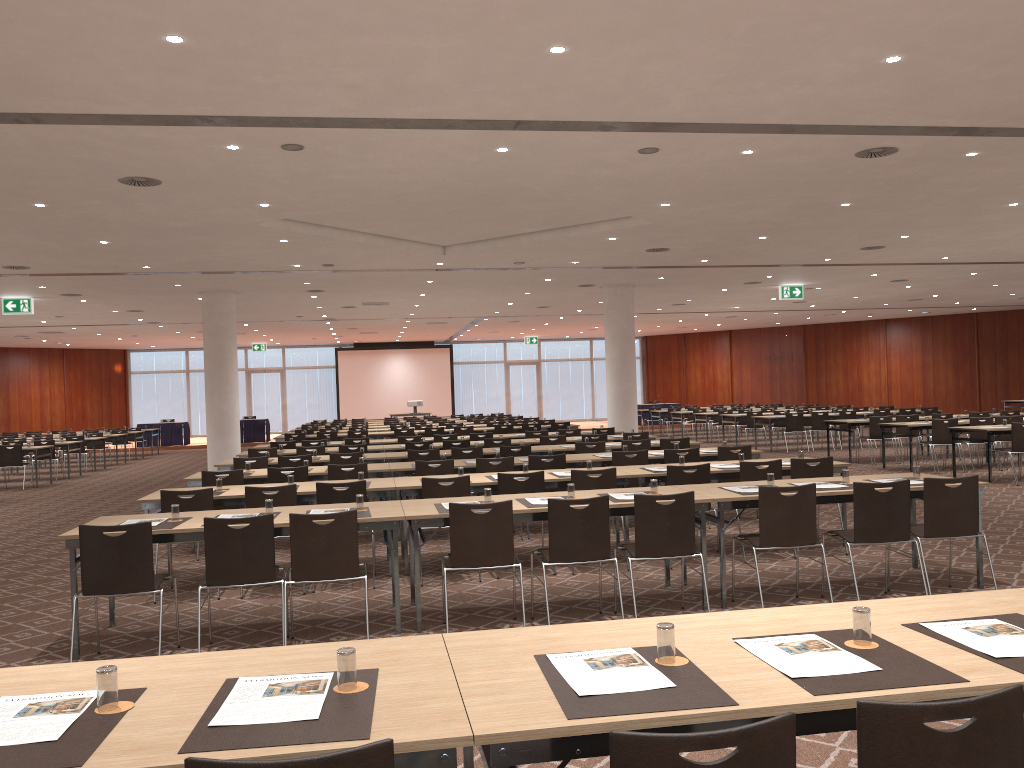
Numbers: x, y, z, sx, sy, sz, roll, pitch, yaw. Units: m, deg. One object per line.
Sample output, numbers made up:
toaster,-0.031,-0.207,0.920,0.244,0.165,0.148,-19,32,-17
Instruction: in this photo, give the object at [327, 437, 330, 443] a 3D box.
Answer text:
object,-3.382,1.027,16.330,0.054,0.114,0.054,-2,0,2

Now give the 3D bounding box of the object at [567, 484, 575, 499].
object,0.455,0.825,6.819,0.054,0.114,0.054,-2,0,-43

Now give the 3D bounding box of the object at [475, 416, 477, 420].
object,-1.070,1.018,26.333,0.054,0.114,0.054,-2,0,24

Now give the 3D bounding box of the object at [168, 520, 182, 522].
object,-2.411,0.979,6.347,0.102,0.001,0.102,-2,-1,-43

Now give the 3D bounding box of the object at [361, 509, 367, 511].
object,-1.117,0.935,6.562,0.102,0.001,0.102,-2,-1,-43

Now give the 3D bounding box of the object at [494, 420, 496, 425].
object,-0.433,0.967,22.376,0.054,0.114,0.054,-2,0,24

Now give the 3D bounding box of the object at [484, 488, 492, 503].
object,-0.183,0.846,6.712,0.054,0.114,0.054,-2,0,-43

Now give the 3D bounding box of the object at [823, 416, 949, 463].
object,7.685,1.132,18.180,2.267,0.833,0.953,-2,0,-9

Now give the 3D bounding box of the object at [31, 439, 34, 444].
object,-11.169,1.329,20.641,0.054,0.114,0.054,-2,0,-43

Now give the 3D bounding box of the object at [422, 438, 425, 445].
object,-1.461,0.947,14.624,0.054,0.114,0.054,-2,0,24

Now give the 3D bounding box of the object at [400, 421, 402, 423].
object,-2.994,1.068,23.988,0.054,0.114,0.054,-2,0,24

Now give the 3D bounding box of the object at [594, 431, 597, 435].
object,1.418,0.850,15.081,0.054,0.114,0.054,-2,0,-43

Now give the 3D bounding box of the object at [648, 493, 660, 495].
object,1.113,0.860,6.931,0.102,0.001,0.102,-2,-1,-43

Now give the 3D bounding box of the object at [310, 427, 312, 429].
object,-4.912,1.118,21.661,0.054,0.114,0.054,-2,0,-43

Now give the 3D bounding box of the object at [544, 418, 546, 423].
object,0.841,0.924,22.591,0.054,0.114,0.054,-2,0,-43

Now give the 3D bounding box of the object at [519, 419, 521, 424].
object,0.214,0.946,22.494,0.054,0.114,0.054,-2,0,24

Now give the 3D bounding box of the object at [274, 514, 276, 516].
object,-1.773,0.957,6.463,0.102,0.001,0.102,-2,-1,-43

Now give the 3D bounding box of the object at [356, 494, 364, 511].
object,-1.127,0.878,6.575,0.054,0.114,0.054,-2,0,-43

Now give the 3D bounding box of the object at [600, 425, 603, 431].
object,1.741,0.854,17.171,0.054,0.114,0.054,-2,0,-21

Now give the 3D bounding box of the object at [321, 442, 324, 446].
object,-3.066,1.001,14.361,0.054,0.114,0.054,-2,0,2

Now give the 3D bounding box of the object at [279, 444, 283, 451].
object,-3.710,1.023,14.260,0.054,0.114,0.054,-2,0,24

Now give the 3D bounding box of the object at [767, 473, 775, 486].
object,2.068,0.770,7.086,0.054,0.114,0.054,-2,0,24

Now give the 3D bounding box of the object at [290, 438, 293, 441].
object,-4.033,1.049,16.219,0.054,0.114,0.054,-2,0,-21

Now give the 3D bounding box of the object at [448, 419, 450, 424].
object,-1.721,1.025,24.202,0.054,0.114,0.054,-2,0,24

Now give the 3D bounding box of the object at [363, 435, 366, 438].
object,-2.738,1.005,16.443,0.054,0.114,0.054,-2,0,24

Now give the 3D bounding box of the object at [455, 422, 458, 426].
object,-1.391,1.000,22.227,0.054,0.114,0.054,-2,0,-43

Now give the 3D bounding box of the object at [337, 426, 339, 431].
object,-4.265,1.096,21.754,0.054,0.114,0.054,-2,0,-43

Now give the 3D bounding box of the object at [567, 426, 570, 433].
object,1.095,0.876,17.071,0.054,0.114,0.054,-2,0,24

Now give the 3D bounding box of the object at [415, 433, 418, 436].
object,-1.786,0.973,16.595,0.054,0.114,0.054,-2,0,-21

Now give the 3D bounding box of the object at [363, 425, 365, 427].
object,-3.640,1.075,21.866,0.054,0.114,0.054,-2,0,-43

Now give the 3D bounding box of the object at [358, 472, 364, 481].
object,-1.452,0.903,8.534,0.054,0.114,0.054,-2,0,24

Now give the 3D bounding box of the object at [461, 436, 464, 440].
object,-0.824,0.926,14.723,0.054,0.114,0.054,-2,0,24

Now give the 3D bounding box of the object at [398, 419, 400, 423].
object,-3.315,1.093,25.967,0.054,0.114,0.054,-2,0,24

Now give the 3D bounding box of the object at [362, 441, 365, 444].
object,-2.417,0.980,14.456,0.054,0.114,0.054,-2,0,2

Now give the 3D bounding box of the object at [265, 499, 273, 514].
object,-1.772,0.900,6.470,0.054,0.114,0.054,-2,0,24

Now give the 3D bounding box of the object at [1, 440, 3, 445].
object,-11.808,1.350,20.538,0.054,0.114,0.054,-2,0,-43

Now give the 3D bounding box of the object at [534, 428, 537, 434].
object,0.449,0.898,16.957,0.054,0.114,0.054,-2,0,2

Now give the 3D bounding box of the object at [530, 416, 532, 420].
object,0.520,0.950,24.562,0.054,0.114,0.054,-2,0,-43

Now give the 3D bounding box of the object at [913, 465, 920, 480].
object,3.332,0.728,7.304,0.054,0.114,0.054,-2,0,-43

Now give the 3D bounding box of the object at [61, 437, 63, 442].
object,-10.522,1.307,20.731,0.054,0.114,0.054,-2,0,-43

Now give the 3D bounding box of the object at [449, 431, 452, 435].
object,-1.155,0.952,16.693,0.054,0.114,0.054,-2,0,-21

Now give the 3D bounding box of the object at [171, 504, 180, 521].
object,-2.410,0.921,6.350,0.054,0.114,0.054,-2,0,-43

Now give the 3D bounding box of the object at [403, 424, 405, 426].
object,-2.679,1.043,22.023,0.054,0.114,0.054,-2,0,-43

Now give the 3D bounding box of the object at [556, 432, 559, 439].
object,0.772,0.872,14.982,0.054,0.114,0.054,-2,0,-43

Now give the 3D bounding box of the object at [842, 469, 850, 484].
object,2.707,0.749,7.189,0.054,0.114,0.054,-2,0,24

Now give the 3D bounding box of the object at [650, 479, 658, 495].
object,1.108,0.803,6.922,0.054,0.114,0.054,-2,0,-43

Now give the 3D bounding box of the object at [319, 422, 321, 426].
object,-5.549,1.169,25.599,0.054,0.114,0.054,-2,0,-43

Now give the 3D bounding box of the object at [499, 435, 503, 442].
object,-0.182,0.904,14.824,0.054,0.114,0.054,-2,0,24

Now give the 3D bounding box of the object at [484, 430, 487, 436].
object,-0.507,0.930,16.795,0.054,0.114,0.054,-2,0,-21

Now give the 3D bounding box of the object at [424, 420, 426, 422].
object,-2.359,1.047,24.089,0.054,0.114,0.054,-2,0,24

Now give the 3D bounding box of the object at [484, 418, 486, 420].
object,-0.749,0.992,24.364,0.054,0.114,0.054,-2,0,24

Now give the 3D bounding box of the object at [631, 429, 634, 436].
object,2.064,0.829,15.187,0.054,0.114,0.054,-2,0,24

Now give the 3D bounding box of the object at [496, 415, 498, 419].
object,-0.435,0.996,26.430,0.054,0.114,0.054,-2,0,24

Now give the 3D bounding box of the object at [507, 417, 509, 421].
object,-0.123,0.971,24.468,0.054,0.114,0.054,-2,0,24
